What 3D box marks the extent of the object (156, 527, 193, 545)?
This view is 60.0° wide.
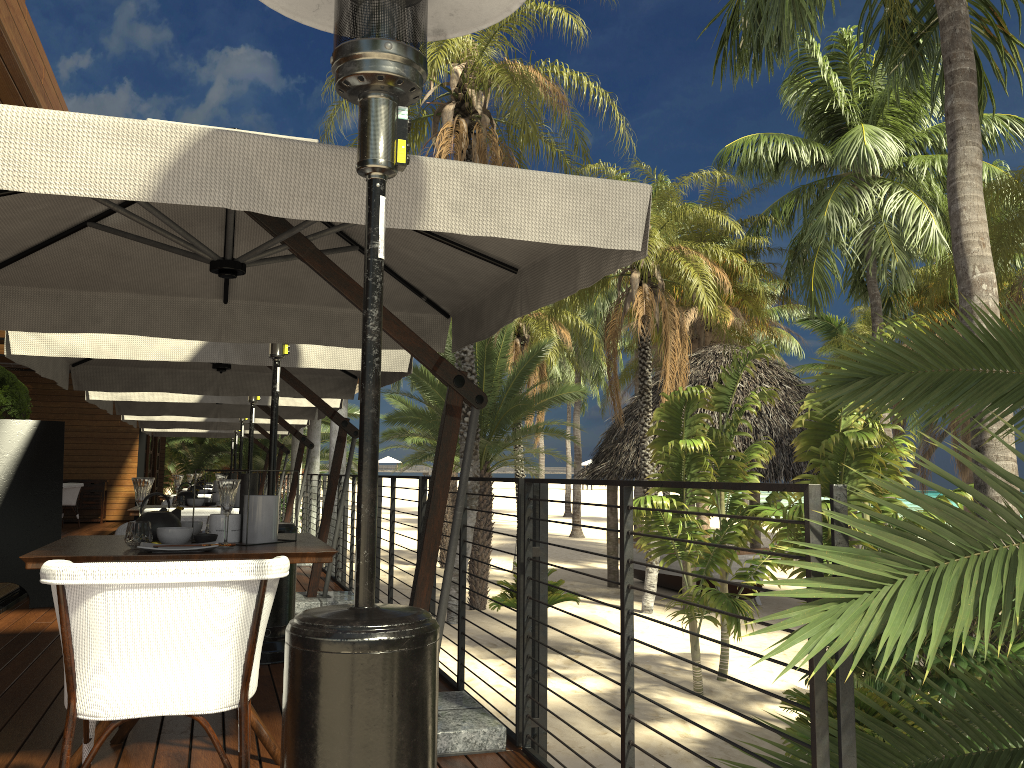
[{"bbox_3d":[-1.139,0.519,2.991,0.116,0.065,0.116,2,-6,-14],"label":"object"}]

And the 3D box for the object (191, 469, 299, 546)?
[{"bbox_3d":[-0.978,0.449,3.267,0.263,0.264,0.263,-3,-7,26],"label":"object"}]

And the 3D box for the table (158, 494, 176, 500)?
[{"bbox_3d":[-3.296,1.577,9.524,0.931,0.751,0.930,3,-7,-18],"label":"table"}]

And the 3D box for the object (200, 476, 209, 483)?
[{"bbox_3d":[-5.550,1.747,15.961,0.163,0.179,0.167,2,-7,-16],"label":"object"}]

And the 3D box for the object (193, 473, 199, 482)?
[{"bbox_3d":[-4.610,1.419,12.931,0.082,0.227,0.082,3,-7,-17],"label":"object"}]

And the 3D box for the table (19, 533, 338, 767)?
[{"bbox_3d":[-1.158,0.944,3.142,0.931,0.751,0.930,3,-7,-18],"label":"table"}]

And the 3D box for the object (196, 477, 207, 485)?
[{"bbox_3d":[-4.472,1.428,12.744,0.163,0.179,0.167,2,-7,-16],"label":"object"}]

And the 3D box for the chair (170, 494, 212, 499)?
[{"bbox_3d":[-3.084,1.486,8.801,0.627,0.790,0.615,3,-7,-17],"label":"chair"}]

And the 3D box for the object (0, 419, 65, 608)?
[{"bbox_3d":[-3.895,0.966,6.781,0.768,1.400,0.770,5,-8,-34],"label":"object"}]

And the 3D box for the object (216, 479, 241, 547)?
[{"bbox_3d":[-0.968,0.438,3.011,0.082,0.227,0.082,3,-7,-17],"label":"object"}]

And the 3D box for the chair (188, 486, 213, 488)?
[{"bbox_3d":[-4.629,1.952,13.492,0.627,0.790,0.615,3,-7,-17],"label":"chair"}]

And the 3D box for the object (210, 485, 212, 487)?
[{"bbox_3d":[-4.440,1.505,12.932,0.116,0.065,0.116,3,-6,-20],"label":"object"}]

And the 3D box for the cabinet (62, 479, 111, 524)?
[{"bbox_3d":[-8.645,2.255,17.028,1.610,0.840,0.556,3,-7,-18],"label":"cabinet"}]

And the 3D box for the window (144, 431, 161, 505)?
[{"bbox_3d":[-12.369,-6.327,17.863,14.474,18.003,38.373,6,-8,-41],"label":"window"}]

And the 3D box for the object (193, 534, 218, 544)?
[{"bbox_3d":[-1.044,0.534,3.022,0.080,0.042,0.080,4,-7,-27],"label":"object"}]

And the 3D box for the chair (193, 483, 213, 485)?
[{"bbox_3d":[-5.708,2.271,16.712,0.627,0.790,0.615,3,-7,-17],"label":"chair"}]

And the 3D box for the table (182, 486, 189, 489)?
[{"bbox_3d":[-5.436,2.211,15.914,0.931,0.751,0.930,3,-7,-18],"label":"table"}]

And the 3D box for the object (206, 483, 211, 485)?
[{"bbox_3d":[-5.423,1.788,15.782,0.116,0.065,0.116,5,-8,-37],"label":"object"}]

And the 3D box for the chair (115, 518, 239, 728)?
[{"bbox_3d":[-1.409,0.998,3.878,0.627,0.790,0.615,3,-7,-17],"label":"chair"}]

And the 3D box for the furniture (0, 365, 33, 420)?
[{"bbox_3d":[-8.223,0.844,12.319,2.614,2.729,2.690,4,-7,-28],"label":"furniture"}]

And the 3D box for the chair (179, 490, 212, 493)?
[{"bbox_3d":[-3.569,1.638,10.328,0.627,0.790,0.615,3,-7,-17],"label":"chair"}]

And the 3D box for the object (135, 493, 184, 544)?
[{"bbox_3d":[-1.262,0.478,3.169,0.168,0.179,0.162,3,-7,-20],"label":"object"}]

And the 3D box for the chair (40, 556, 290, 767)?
[{"bbox_3d":[-0.927,0.847,2.362,0.627,0.790,0.615,3,-7,-17],"label":"chair"}]

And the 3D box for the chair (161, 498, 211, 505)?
[{"bbox_3d":[-2.468,1.312,7.040,0.627,0.790,0.615,3,-7,-17],"label":"chair"}]

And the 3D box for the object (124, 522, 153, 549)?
[{"bbox_3d":[-1.238,0.502,2.942,0.086,0.086,0.086,2,-7,-14],"label":"object"}]

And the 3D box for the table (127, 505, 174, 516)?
[{"bbox_3d":[-2.227,1.260,6.333,0.931,0.751,0.930,3,-7,-18],"label":"table"}]

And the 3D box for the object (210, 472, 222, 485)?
[{"bbox_3d":[-5.263,1.718,16.058,0.263,0.264,0.263,-3,-7,26],"label":"object"}]

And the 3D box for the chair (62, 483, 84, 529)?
[{"bbox_3d":[-7.812,2.111,15.347,0.627,0.790,0.615,-3,-7,27],"label":"chair"}]

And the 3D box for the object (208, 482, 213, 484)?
[{"bbox_3d":[-5.517,1.824,16.149,0.116,0.065,0.116,5,-8,-37],"label":"object"}]

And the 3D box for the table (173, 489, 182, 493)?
[{"bbox_3d":[-4.365,1.893,12.715,0.931,0.751,0.930,3,-7,-18],"label":"table"}]

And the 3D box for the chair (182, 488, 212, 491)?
[{"bbox_3d":[-4.162,1.806,12.021,0.627,0.790,0.615,3,-7,-17],"label":"chair"}]

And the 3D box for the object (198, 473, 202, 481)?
[{"bbox_3d":[-5.688,1.738,16.148,0.082,0.227,0.082,3,-7,-17],"label":"object"}]

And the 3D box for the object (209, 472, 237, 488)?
[{"bbox_3d":[-4.186,1.399,12.841,0.263,0.264,0.263,-3,-7,26],"label":"object"}]

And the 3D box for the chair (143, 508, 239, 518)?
[{"bbox_3d":[-2.001,1.166,5.568,0.627,0.790,0.615,3,-7,-17],"label":"chair"}]
